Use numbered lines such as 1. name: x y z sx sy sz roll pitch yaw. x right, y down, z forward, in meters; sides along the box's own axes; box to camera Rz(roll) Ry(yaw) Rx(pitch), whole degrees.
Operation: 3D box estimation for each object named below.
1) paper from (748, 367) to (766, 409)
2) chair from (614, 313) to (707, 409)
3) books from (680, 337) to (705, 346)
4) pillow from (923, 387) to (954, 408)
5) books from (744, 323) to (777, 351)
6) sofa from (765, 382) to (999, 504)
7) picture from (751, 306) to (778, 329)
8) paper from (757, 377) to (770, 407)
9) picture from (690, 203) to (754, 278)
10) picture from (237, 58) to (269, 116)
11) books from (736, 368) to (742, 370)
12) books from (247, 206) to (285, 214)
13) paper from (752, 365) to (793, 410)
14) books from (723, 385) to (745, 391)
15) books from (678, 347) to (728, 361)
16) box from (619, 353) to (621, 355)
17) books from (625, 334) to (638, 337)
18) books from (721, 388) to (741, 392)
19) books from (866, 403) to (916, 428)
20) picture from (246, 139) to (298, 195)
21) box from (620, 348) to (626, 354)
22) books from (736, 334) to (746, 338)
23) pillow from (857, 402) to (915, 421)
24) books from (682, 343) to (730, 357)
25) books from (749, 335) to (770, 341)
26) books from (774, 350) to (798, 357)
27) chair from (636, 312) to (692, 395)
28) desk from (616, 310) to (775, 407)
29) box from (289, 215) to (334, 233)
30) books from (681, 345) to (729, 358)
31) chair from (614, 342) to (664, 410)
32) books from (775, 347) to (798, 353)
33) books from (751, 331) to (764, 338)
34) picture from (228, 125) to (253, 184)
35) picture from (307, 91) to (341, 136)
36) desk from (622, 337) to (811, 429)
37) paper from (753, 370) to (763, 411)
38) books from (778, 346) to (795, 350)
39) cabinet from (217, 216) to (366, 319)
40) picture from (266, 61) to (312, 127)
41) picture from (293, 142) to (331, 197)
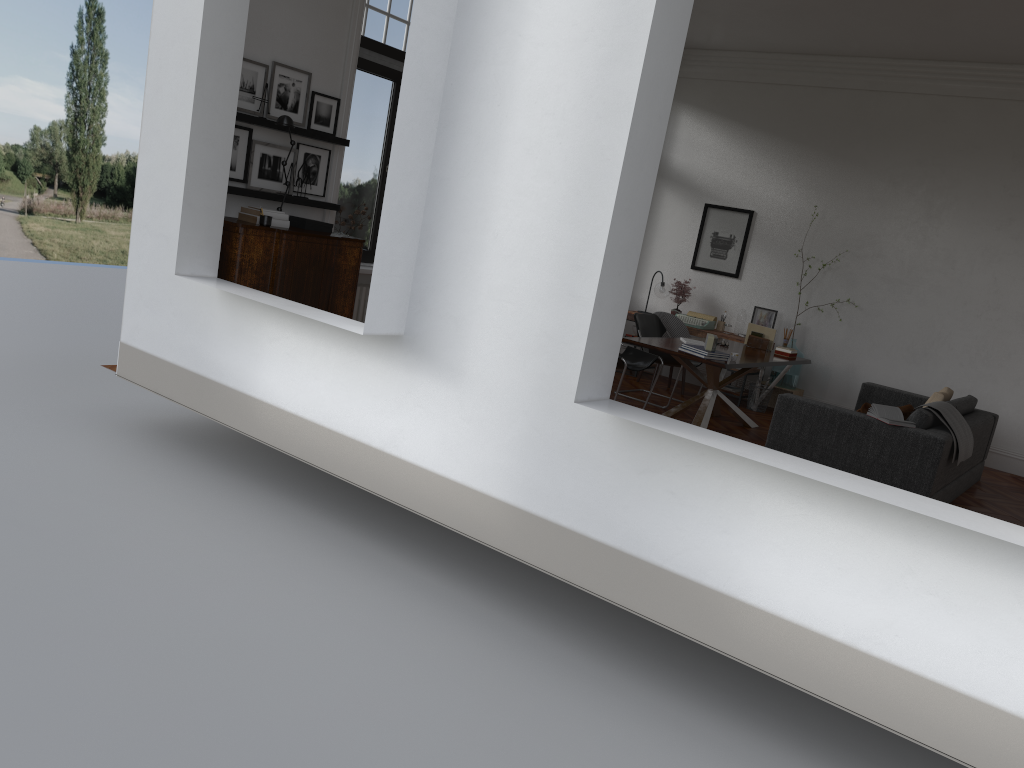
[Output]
1. paper: 2.801 -0.020 10.066 0.047 0.628 0.293 17 13 27
2. chair: 1.618 -0.242 9.333 0.743 0.876 0.752 18 13 34
3. books: 1.739 -0.393 8.447 0.231 0.026 0.324 11 10 0
4. pillow: 3.811 0.247 8.054 0.224 0.462 0.485 18 13 34
5. books: 2.586 -0.491 9.231 0.309 0.240 0.043 18 14 34
6. sofa: 3.282 0.446 7.695 1.258 0.832 2.642 18 13 34
7. picture: 2.935 -0.705 10.387 0.281 0.371 0.023 18 14 34
8. paper: 2.844 0.108 10.067 0.126 0.390 0.025 3 14 -32
9. picture: 2.557 -1.749 10.805 0.632 0.819 0.050 18 14 34
10. picture: -1.970 -2.188 6.475 0.020 0.369 0.415 19 13 34
11. books: 2.611 -0.203 10.176 0.225 0.038 0.308 18 12 33
12. books: -1.811 -1.283 6.536 0.178 0.014 0.200 18 13 34
13. paper: 2.899 0.029 9.897 0.329 0.612 0.047 14 12 14
14. books: 2.543 0.045 10.265 0.268 0.014 0.195 1 14 -43
15. books: 1.632 -0.257 7.584 0.264 0.027 0.346 5 12 -30
16. box: 1.502 -0.312 11.014 0.295 0.083 0.317 18 13 34
17. books: 1.548 -0.581 10.921 0.238 0.023 0.190 18 12 34
18. books: 2.540 0.059 10.268 0.195 0.014 0.267 18 12 33
19. books: 2.797 0.228 6.520 0.225 0.096 0.277 8 11 -13
20. picture: -1.858 -1.671 6.876 0.020 0.366 0.433 19 13 34
21. box: 1.513 -0.387 11.000 0.237 0.066 0.256 18 13 34
22. books: 2.734 -0.557 10.340 0.214 0.031 0.128 7 11 -18
23. pillow: 2.820 0.309 6.861 0.470 0.398 0.328 7 12 -18
24. books: 1.653 -0.291 7.575 0.250 0.017 0.343 5 12 -30
25. books: 2.541 -0.427 9.159 0.220 0.125 0.028 18 13 34
26. books: 2.779 -0.310 8.992 0.159 0.040 0.215 18 13 36
27. chair: 1.785 -0.371 10.162 0.714 0.903 0.546 16 13 27
28. desk: 2.105 -0.327 10.664 1.792 0.761 0.647 18 13 34
29. box: -1.593 -1.263 7.026 0.208 0.087 0.282 18 13 34
30. books: 1.650 -0.275 7.578 0.250 0.017 0.343 5 12 -30
31. chair: 0.926 -0.197 8.384 0.743 0.876 0.752 18 13 34
32. books: 2.786 -0.344 8.995 0.163 0.029 0.207 17 12 32
33. books: 2.539 -0.461 9.215 0.128 0.158 0.040 18 14 34
34. picture: -2.091 -1.709 6.531 0.020 0.408 0.373 19 13 34
35. picture: -1.512 -2.167 7.127 0.020 0.305 0.289 19 13 34
36. desk: 1.930 0.035 8.484 1.026 0.754 2.224 18 13 34
37. paper: 2.751 0.077 9.908 0.073 0.481 0.033 7 12 -18
38. books: 2.788 -0.366 9.006 0.128 0.008 0.159 18 13 35
39. cabinet: -1.813 -0.592 6.801 0.638 1.223 1.265 18 13 34
40. picture: -1.713 -2.224 6.818 0.020 0.410 0.369 19 13 34
41. picture: -1.625 -1.728 7.180 0.020 0.386 0.343 19 13 34
